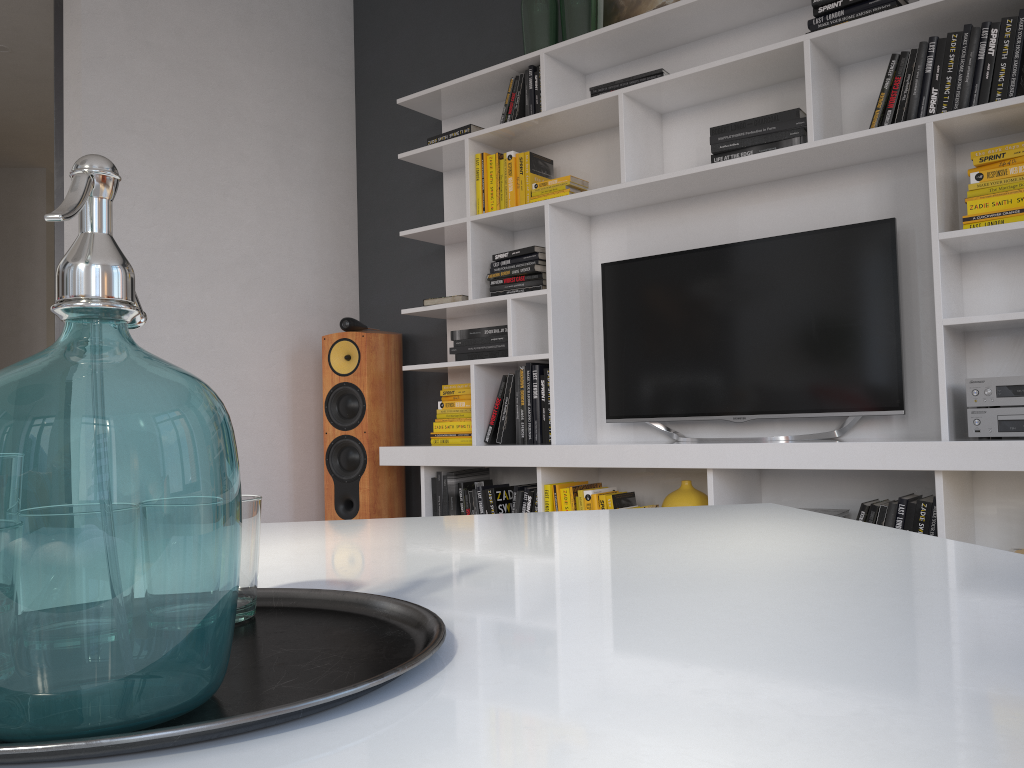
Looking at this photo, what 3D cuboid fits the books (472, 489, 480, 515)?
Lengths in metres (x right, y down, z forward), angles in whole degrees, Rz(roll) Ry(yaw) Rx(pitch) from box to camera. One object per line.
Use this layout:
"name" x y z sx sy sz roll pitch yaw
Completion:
"books" -0.091 0.549 3.656 0.050 0.242 0.169 -4 -3 37

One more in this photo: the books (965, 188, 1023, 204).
"books" 1.497 -0.548 2.619 0.251 0.014 0.189 -4 -4 41

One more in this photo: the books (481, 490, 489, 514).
"books" -0.043 0.547 3.622 0.066 0.242 0.177 -4 -3 38

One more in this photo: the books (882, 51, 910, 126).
"books" 1.230 -0.896 2.788 0.096 0.234 0.187 -4 -3 38

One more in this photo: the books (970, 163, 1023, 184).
"books" 1.503 -0.612 2.610 0.239 0.033 0.176 -4 -4 41

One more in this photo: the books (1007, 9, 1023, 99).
"books" 1.488 -0.926 2.584 0.066 0.260 0.197 -4 -3 38

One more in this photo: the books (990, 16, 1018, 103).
"books" 1.460 -0.920 2.603 0.084 0.249 0.191 -4 -3 38

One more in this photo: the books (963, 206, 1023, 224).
"books" 1.488 -0.487 2.601 0.257 0.024 0.203 -4 -4 41

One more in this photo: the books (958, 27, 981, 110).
"books" 1.377 -0.911 2.637 0.069 0.242 0.172 -4 -3 39

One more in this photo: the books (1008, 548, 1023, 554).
"books" 1.478 0.482 2.457 0.186 0.026 0.138 -4 -3 38

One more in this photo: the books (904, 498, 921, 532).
"books" 1.204 0.469 2.661 0.068 0.243 0.179 -4 -3 36

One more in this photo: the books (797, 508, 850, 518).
"books" 0.933 0.447 2.940 0.310 0.047 0.250 -3 -3 33

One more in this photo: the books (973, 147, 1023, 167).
"books" 1.502 -0.663 2.611 0.223 0.023 0.163 -4 -4 42

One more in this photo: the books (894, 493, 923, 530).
"books" 1.186 0.463 2.683 0.075 0.254 0.192 -4 -3 37

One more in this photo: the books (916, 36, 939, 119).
"books" 1.300 -0.911 2.734 0.075 0.254 0.192 -4 -3 37

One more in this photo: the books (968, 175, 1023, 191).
"books" 1.497 -0.586 2.617 0.239 0.019 0.171 -4 -3 38

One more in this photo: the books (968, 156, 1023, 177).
"books" 1.498 -0.639 2.617 0.160 0.022 0.227 0 -3 -36

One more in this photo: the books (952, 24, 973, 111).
"books" 1.377 -0.919 2.673 0.066 0.260 0.197 -4 -3 38

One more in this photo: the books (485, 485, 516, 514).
"books" -0.014 0.541 3.604 0.083 0.249 0.191 -4 -3 38

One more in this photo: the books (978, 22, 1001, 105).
"books" 1.423 -0.915 2.618 0.071 0.243 0.179 -4 -3 37

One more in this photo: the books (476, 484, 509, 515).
"books" -0.062 0.543 3.647 0.066 0.255 0.193 -4 -3 37

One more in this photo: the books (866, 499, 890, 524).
"books" 1.117 0.479 2.737 0.096 0.234 0.187 -4 -3 38

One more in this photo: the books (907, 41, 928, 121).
"books" 1.266 -0.903 2.727 0.069 0.242 0.172 -4 -3 39

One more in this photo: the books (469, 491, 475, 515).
"books" -0.104 0.554 3.675 0.049 0.236 0.170 -4 -3 38

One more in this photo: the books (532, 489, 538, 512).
"books" 0.147 0.531 3.499 0.084 0.249 0.191 -4 -3 38

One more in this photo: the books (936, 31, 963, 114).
"books" 1.349 -0.913 2.693 0.084 0.249 0.191 -4 -3 38

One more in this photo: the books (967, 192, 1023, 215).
"books" 1.491 -0.520 2.605 0.243 0.042 0.189 -4 -3 38

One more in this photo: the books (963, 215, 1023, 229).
"books" 1.486 -0.461 2.591 0.257 0.028 0.194 -4 -4 43

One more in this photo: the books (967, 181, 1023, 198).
"books" 1.477 -0.565 2.610 0.217 0.023 0.145 -4 -4 42

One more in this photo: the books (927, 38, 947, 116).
"books" 1.317 -0.906 2.712 0.068 0.243 0.179 -4 -3 36

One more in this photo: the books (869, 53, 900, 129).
"books" 1.201 -0.895 2.805 0.104 0.234 0.182 -4 -3 38

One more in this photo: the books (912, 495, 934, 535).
"books" 1.236 0.462 2.642 0.084 0.249 0.191 -4 -3 38

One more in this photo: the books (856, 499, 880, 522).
"books" 1.087 0.479 2.754 0.104 0.234 0.182 -4 -3 38

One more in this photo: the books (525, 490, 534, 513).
"books" 0.110 0.536 3.513 0.071 0.243 0.179 -4 -3 37

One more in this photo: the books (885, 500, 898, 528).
"books" 1.152 0.471 2.676 0.069 0.242 0.172 -4 -3 39

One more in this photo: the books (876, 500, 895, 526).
"books" 1.133 0.476 2.707 0.081 0.233 0.169 -4 -3 37

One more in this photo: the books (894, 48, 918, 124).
"books" 1.246 -0.898 2.758 0.081 0.233 0.169 -4 -3 37

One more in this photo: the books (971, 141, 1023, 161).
"books" 1.508 -0.685 2.635 0.223 0.023 0.163 -4 -4 42

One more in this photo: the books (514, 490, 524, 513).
"books" 0.063 0.541 3.534 0.069 0.242 0.172 -4 -3 39

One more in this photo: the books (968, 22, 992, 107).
"books" 1.411 -0.919 2.644 0.075 0.254 0.192 -4 -3 37

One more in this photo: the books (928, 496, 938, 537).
"books" 1.263 0.455 2.623 0.066 0.260 0.197 -4 -3 38

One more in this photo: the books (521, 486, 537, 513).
"books" 0.097 0.533 3.540 0.075 0.254 0.192 -4 -3 37

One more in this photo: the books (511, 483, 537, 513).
"books" 0.063 0.532 3.571 0.066 0.260 0.197 -4 -3 38
